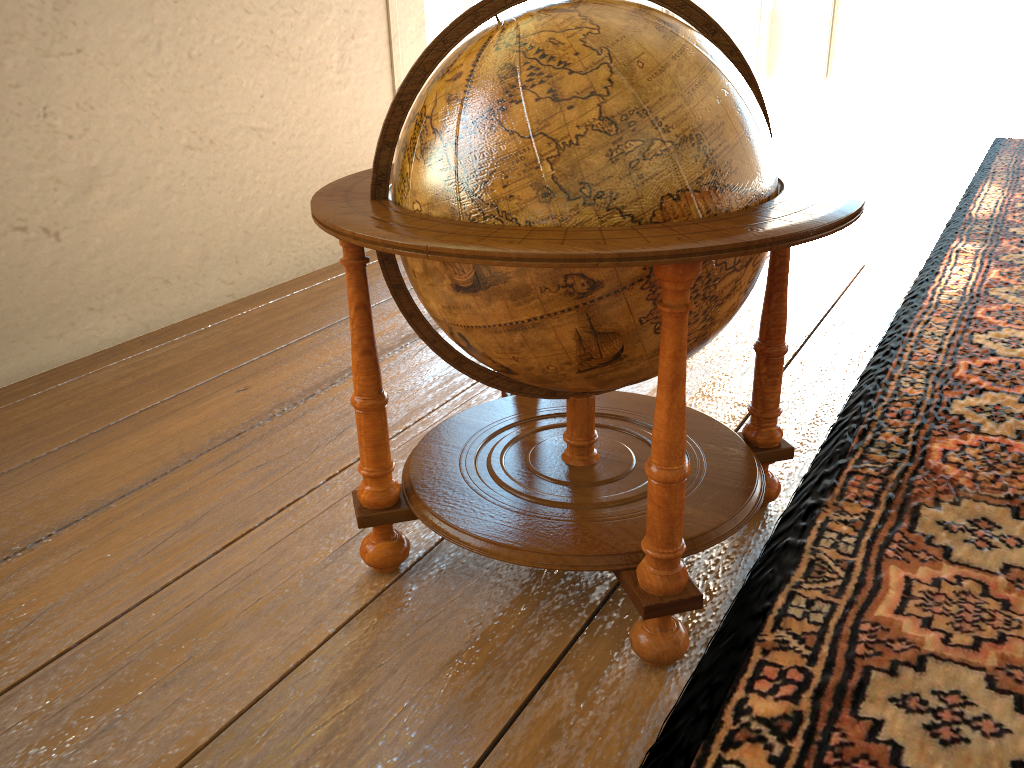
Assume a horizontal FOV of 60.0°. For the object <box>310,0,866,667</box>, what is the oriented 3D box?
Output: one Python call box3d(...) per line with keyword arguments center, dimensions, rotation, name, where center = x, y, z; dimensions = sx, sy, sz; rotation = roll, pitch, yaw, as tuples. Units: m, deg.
box3d(center=(0.174, -0.240, 2.235), dimensions=(1.277, 1.459, 1.271), rotation=(-11, 25, -20), name="object")
